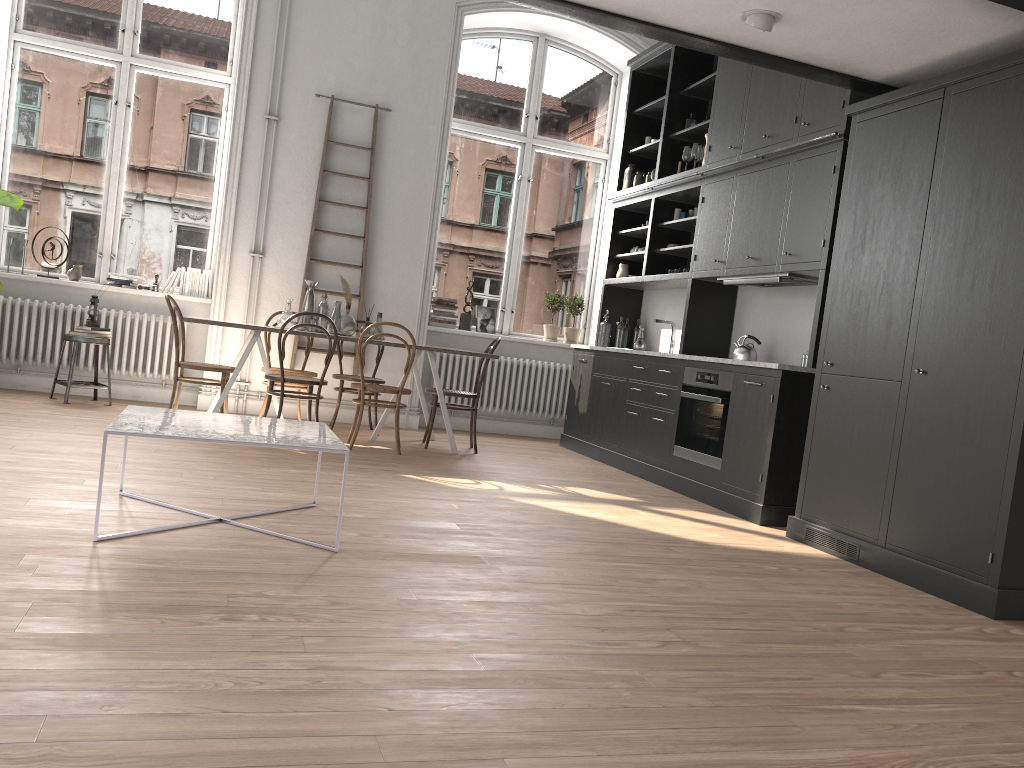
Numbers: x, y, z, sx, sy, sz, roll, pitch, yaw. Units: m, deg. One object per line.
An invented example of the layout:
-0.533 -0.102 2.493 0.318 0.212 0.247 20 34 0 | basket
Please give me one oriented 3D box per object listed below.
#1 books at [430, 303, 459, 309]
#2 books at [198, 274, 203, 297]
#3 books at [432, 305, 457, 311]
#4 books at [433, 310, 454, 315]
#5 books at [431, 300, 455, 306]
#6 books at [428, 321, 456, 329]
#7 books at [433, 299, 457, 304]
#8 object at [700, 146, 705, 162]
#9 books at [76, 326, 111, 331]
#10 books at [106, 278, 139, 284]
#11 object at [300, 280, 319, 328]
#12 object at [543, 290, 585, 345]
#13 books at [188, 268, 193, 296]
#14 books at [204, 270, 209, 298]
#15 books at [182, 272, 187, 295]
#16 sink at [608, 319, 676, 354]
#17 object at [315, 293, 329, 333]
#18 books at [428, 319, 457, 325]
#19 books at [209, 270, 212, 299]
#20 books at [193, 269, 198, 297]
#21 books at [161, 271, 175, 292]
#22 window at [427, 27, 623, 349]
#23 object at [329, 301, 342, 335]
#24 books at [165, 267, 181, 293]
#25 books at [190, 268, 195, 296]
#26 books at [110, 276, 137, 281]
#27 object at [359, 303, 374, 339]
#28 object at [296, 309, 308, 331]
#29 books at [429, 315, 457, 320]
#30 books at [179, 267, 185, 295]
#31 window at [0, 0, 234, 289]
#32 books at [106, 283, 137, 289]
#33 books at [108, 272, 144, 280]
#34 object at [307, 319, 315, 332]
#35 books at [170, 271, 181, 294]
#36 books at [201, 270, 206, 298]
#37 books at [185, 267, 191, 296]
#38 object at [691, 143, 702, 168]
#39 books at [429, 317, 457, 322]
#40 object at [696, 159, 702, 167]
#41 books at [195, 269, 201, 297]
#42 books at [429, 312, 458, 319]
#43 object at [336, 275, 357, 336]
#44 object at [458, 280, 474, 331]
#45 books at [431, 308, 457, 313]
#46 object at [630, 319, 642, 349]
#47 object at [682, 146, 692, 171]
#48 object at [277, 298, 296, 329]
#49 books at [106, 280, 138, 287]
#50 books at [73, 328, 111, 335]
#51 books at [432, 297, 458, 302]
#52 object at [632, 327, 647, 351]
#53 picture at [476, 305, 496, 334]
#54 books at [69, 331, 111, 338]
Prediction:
-0.648 -0.744 8.444 0.244 0.019 0.174 6 2 -19 | books
-2.727 -0.860 7.765 0.020 0.205 0.155 6 3 -19 | books
-0.645 -0.723 8.446 0.205 0.022 0.155 6 3 -24 | books
-0.651 -0.678 8.448 0.205 0.022 0.155 7 2 -4 | books
-0.653 -0.766 8.440 0.231 0.023 0.162 7 2 -3 | books
-0.677 -0.559 8.439 0.248 0.043 0.192 6 3 -19 | books
-0.638 -0.786 8.443 0.205 0.020 0.155 6 2 -19 | books
1.519 -1.752 6.986 0.083 0.221 0.083 6 3 -20 | object
-3.314 -0.438 7.018 0.147 0.027 0.221 8 2 14 | books
-3.314 -0.877 7.554 0.221 0.023 0.147 7 2 -3 | books
-1.550 -0.596 6.772 0.116 0.383 0.116 7 3 -7 | object
0.505 -0.670 8.837 0.500 0.524 0.234 6 3 -29 | object
-2.804 -0.888 7.736 0.019 0.244 0.174 6 3 -19 | books
-2.679 -0.874 7.780 0.024 0.243 0.175 6 3 -19 | books
-2.848 -0.873 7.724 0.020 0.205 0.155 6 3 -19 | books
1.134 -0.302 7.472 0.514 0.505 0.525 6 3 -19 | sink
-1.428 -0.537 6.699 0.086 0.301 0.086 5 3 -33 | object
-0.671 -0.591 8.437 0.250 0.023 0.175 6 3 -23 | books
-2.649 -0.870 7.788 0.040 0.244 0.174 6 3 -19 | books
-2.772 -0.885 7.770 0.024 0.243 0.175 6 3 -19 | books
-2.980 -0.884 7.683 0.105 0.194 0.155 6 3 -20 | books
5.640 -5.812 13.390 14.389 15.942 26.380 6 3 -19 | window
-1.346 -0.507 6.805 0.098 0.255 0.100 5 4 -42 | object
-2.939 -0.899 7.690 0.100 0.235 0.174 6 3 -19 | books
-2.791 -0.887 7.758 0.019 0.244 0.174 6 3 -19 | books
-3.306 -0.896 7.542 0.205 0.020 0.155 6 3 -29 | books
-1.106 -0.491 6.798 0.107 0.284 0.106 6 3 -24 | object
-1.568 -0.479 6.657 0.083 0.158 0.083 6 3 -23 | object
-0.661 -0.633 8.452 0.255 0.014 0.192 6 2 -15 | books
-2.877 -0.896 7.734 0.024 0.243 0.175 6 3 -19 | books
-3.347 -2.308 7.602 1.623 2.844 0.013 6 3 -19 | window
-3.329 -0.834 7.558 0.221 0.023 0.147 9 3 30 | books
-3.291 -0.921 7.566 0.244 0.019 0.174 7 2 -9 | books
-1.485 -0.434 6.589 0.058 0.094 0.058 8 3 10 | object
-2.918 -0.880 7.700 0.072 0.203 0.155 6 3 -19 | books
-2.709 -0.878 7.791 0.024 0.243 0.175 6 3 -19 | books
-2.822 -0.889 7.720 0.024 0.243 0.175 6 3 -19 | books
1.434 -1.761 6.923 0.083 0.221 0.083 9 3 28 | object
-0.668 -0.614 8.436 0.249 0.023 0.175 6 2 -18 | books
1.493 -1.759 7.064 0.083 0.221 0.083 6 3 -26 | object
-2.745 -0.881 7.756 0.019 0.244 0.174 6 3 -19 | books
-0.660 -0.654 8.452 0.245 0.028 0.193 6 3 -24 | books
-1.230 -0.583 6.666 0.157 0.446 0.157 7 3 -1 | object
-0.424 -0.755 8.521 0.122 0.488 0.102 7 3 6 | object
-0.647 -0.701 8.454 0.222 0.024 0.158 6 3 -19 | books
1.143 -0.445 8.114 0.086 0.301 0.086 9 3 27 | object
1.391 -1.771 7.047 0.083 0.221 0.083 8 3 13 | object
-1.645 -0.514 6.494 0.132 0.219 0.132 6 3 -29 | object
-3.319 -0.856 7.555 0.205 0.022 0.155 7 2 1 | books
-3.318 -0.415 7.018 0.162 0.029 0.232 9 3 42 | books
-0.643 -0.809 8.449 0.201 0.024 0.159 6 3 -29 | books
1.158 -0.399 7.990 0.132 0.219 0.120 6 3 -18 | object
-0.275 -0.621 8.626 0.221 0.264 0.148 5 3 -35 | picture
-3.332 -0.391 7.012 0.194 0.034 0.246 8 3 22 | books
